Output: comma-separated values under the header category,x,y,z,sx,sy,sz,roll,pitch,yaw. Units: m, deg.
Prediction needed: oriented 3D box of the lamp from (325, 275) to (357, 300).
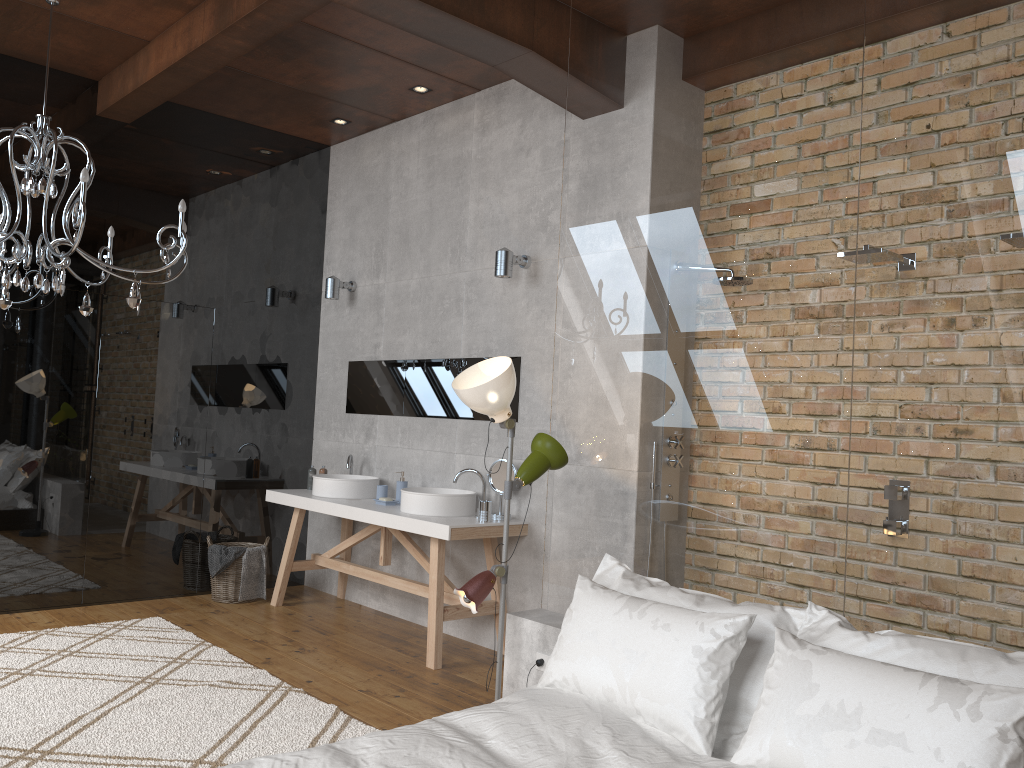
category,x,y,z,sx,sy,sz,roll,pitch,yaw
lamp,-1.231,-0.688,6.391,0.243,0.168,0.101,5,-3,-42

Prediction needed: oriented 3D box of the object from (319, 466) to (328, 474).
category,x,y,z,sx,sy,sz,roll,pitch,yaw
object,-1.328,0.662,6.232,0.058,0.172,0.058,1,-3,33

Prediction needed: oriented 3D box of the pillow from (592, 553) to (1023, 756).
category,x,y,z,sx,sy,sz,roll,pitch,yaw
pillow,0.814,0.907,2.706,0.358,0.517,1.746,5,-3,-43

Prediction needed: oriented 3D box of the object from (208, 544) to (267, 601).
category,x,y,z,sx,sy,sz,roll,pitch,yaw
object,-1.898,1.270,6.046,0.357,0.361,0.378,5,-3,-37

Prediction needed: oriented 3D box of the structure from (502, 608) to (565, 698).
category,x,y,z,sx,sy,sz,roll,pitch,yaw
structure,0.991,1.245,2.830,0.206,0.494,2.820,5,-3,-42

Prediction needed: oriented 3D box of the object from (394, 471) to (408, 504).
category,x,y,z,sx,sy,sz,roll,pitch,yaw
object,-0.694,0.653,5.591,0.076,0.201,0.076,1,-3,41

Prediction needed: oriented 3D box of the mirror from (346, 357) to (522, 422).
category,x,y,z,sx,sy,sz,roll,pitch,yaw
mirror,-0.573,0.027,5.751,0.007,0.377,1.838,5,-3,-42

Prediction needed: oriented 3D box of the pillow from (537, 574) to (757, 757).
category,x,y,z,sx,sy,sz,roll,pitch,yaw
pillow,0.417,0.888,2.895,0.276,0.397,0.744,5,-3,-42

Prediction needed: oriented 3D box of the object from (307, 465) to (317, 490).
category,x,y,z,sx,sy,sz,roll,pitch,yaw
object,-1.401,0.657,6.209,0.058,0.172,0.058,2,-3,27

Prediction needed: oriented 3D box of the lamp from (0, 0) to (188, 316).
category,x,y,z,sx,sy,sz,roll,pitch,yaw
lamp,-2.319,-1.188,4.377,1.409,1.594,1.409,4,-2,-20

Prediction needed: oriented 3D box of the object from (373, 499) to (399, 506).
category,x,y,z,sx,sy,sz,roll,pitch,yaw
object,-0.779,0.731,5.472,0.100,0.031,0.147,5,-3,-41

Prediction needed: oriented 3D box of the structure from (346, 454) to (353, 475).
category,x,y,z,sx,sy,sz,roll,pitch,yaw
structure,-1.132,0.619,6.126,0.141,0.268,0.242,5,-3,-37

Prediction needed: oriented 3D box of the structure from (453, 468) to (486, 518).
category,x,y,z,sx,sy,sz,roll,pitch,yaw
structure,-0.214,0.624,5.120,0.242,0.268,0.141,1,-3,42

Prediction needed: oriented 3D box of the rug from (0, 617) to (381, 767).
category,x,y,z,sx,sy,sz,roll,pitch,yaw
rug,-1.746,1.379,3.704,1.726,0.019,3.139,5,-3,-42

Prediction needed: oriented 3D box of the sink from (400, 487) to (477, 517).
category,x,y,z,sx,sy,sz,roll,pitch,yaw
sink,-0.428,0.685,5.156,0.442,0.128,0.445,2,-2,12

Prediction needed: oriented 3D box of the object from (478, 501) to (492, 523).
category,x,y,z,sx,sy,sz,roll,pitch,yaw
object,-0.147,0.693,4.825,0.073,0.111,0.073,1,-3,40

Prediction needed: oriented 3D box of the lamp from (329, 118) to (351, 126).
category,x,y,z,sx,sy,sz,roll,pitch,yaw
lamp,-1.210,-1.860,6.255,0.113,0.027,0.115,5,-3,-42

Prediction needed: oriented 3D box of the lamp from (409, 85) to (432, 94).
category,x,y,z,sx,sy,sz,roll,pitch,yaw
lamp,-0.571,-1.856,5.554,0.113,0.027,0.115,5,-3,-42

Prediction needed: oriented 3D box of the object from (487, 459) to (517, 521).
category,x,y,z,sx,sy,sz,roll,pitch,yaw
object,-0.056,0.591,4.975,0.192,0.338,0.118,3,-2,4

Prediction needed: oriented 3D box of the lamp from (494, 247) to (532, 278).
category,x,y,z,sx,sy,sz,roll,pitch,yaw
lamp,0.008,-0.681,5.033,0.243,0.168,0.101,5,-3,-42

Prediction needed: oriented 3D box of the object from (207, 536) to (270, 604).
category,x,y,z,sx,sy,sz,roll,pitch,yaw
object,-1.893,1.263,6.095,0.393,0.432,0.393,1,-3,39

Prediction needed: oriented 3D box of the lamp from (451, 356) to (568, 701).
category,x,y,z,sx,sy,sz,roll,pitch,yaw
lamp,-0.040,0.680,3.636,0.270,1.582,0.561,1,-3,45

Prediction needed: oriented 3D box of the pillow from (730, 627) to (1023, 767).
category,x,y,z,sx,sy,sz,roll,pitch,yaw
pillow,0.952,0.914,2.308,0.291,0.385,0.748,5,-3,-42

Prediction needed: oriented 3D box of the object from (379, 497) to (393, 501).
category,x,y,z,sx,sy,sz,roll,pitch,yaw
object,-0.778,0.717,5.472,0.067,0.035,0.084,5,-3,-40

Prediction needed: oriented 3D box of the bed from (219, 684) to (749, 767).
category,x,y,z,sx,sy,sz,roll,pitch,yaw
bed,0.199,1.194,1.937,2.169,0.442,2.300,5,-3,-42

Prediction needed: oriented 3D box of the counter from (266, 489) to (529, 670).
category,x,y,z,sx,sy,sz,roll,pitch,yaw
counter,-0.789,1.128,5.509,0.630,0.765,2.011,5,-3,-42

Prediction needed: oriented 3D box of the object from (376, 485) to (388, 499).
category,x,y,z,sx,sy,sz,roll,pitch,yaw
object,-0.819,0.694,5.592,0.075,0.108,0.075,3,-2,-7

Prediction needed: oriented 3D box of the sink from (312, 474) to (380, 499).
category,x,y,z,sx,sy,sz,roll,pitch,yaw
sink,-1.104,0.681,5.898,0.445,0.128,0.442,2,-3,30
